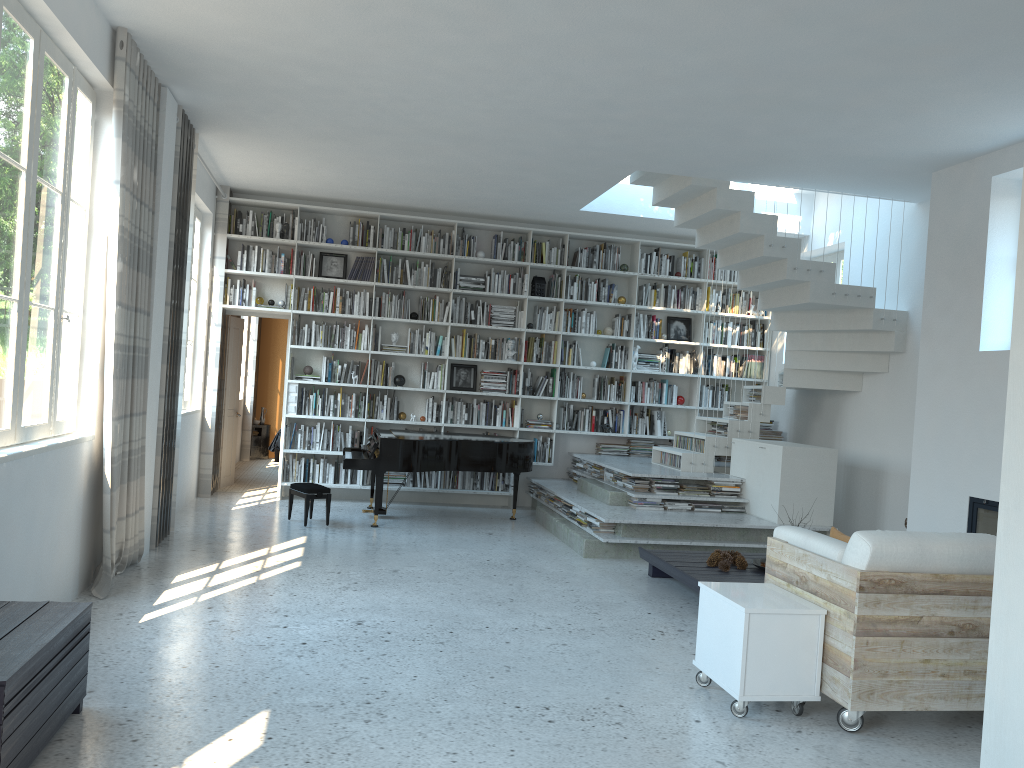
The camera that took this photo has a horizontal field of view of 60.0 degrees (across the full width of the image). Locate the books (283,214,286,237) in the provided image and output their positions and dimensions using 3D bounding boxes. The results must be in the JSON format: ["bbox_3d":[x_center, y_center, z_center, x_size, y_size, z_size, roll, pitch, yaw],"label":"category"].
[{"bbox_3d":[-2.442,-1.669,9.514,0.013,0.292,0.154,4,0,-11],"label":"books"}]

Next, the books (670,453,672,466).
[{"bbox_3d":[1.701,0.783,9.162,0.125,0.125,0.008,4,1,-11],"label":"books"}]

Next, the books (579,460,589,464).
[{"bbox_3d":[0.860,0.863,9.843,0.163,0.018,0.289,4,0,-12],"label":"books"}]

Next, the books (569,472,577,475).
[{"bbox_3d":[0.748,1.025,10.157,0.159,0.009,0.210,4,0,-7],"label":"books"}]

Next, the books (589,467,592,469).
[{"bbox_3d":[0.924,0.908,9.546,0.150,0.013,0.215,4,0,-11],"label":"books"}]

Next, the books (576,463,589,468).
[{"bbox_3d":[0.841,0.905,9.840,0.189,0.030,0.237,4,0,-14],"label":"books"}]

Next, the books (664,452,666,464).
[{"bbox_3d":[1.669,0.782,9.330,0.125,0.125,0.008,4,1,-11],"label":"books"}]

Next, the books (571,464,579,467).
[{"bbox_3d":[0.790,0.933,10.127,0.175,0.017,0.265,4,0,-8],"label":"books"}]

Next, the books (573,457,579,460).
[{"bbox_3d":[0.804,0.856,10.128,0.159,0.011,0.246,4,0,-14],"label":"books"}]

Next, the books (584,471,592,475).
[{"bbox_3d":[0.897,0.959,9.542,0.190,0.012,0.235,4,0,-13],"label":"books"}]

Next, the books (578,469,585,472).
[{"bbox_3d":[0.849,0.967,9.843,0.173,0.017,0.233,4,0,-12],"label":"books"}]

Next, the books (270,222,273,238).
[{"bbox_3d":[-2.567,-1.625,9.479,0.024,0.187,0.159,4,0,-11],"label":"books"}]

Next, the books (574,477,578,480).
[{"bbox_3d":[0.798,1.059,9.850,0.180,0.017,0.182,4,0,-14],"label":"books"}]

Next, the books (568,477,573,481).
[{"bbox_3d":[0.747,1.094,10.158,0.163,0.019,0.187,4,0,-12],"label":"books"}]

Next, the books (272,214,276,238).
[{"bbox_3d":[-2.547,-1.668,9.489,0.013,0.275,0.158,4,0,-11],"label":"books"}]

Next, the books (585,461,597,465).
[{"bbox_3d":[0.911,0.849,9.542,0.165,0.015,0.243,4,0,-16],"label":"books"}]

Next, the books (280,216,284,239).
[{"bbox_3d":[-2.461,-1.654,9.499,0.027,0.259,0.147,4,0,-11],"label":"books"}]

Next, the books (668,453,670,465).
[{"bbox_3d":[1.690,0.783,9.217,0.125,0.125,0.008,4,1,-11],"label":"books"}]

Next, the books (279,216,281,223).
[{"bbox_3d":[-2.486,-1.653,9.497,0.021,0.253,0.179,4,0,-11],"label":"books"}]

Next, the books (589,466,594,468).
[{"bbox_3d":[0.922,0.894,9.546,0.144,0.013,0.220,4,0,-8],"label":"books"}]

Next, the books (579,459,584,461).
[{"bbox_3d":[0.863,0.851,9.843,0.159,0.007,0.285,4,0,-12],"label":"books"}]

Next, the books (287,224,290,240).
[{"bbox_3d":[-2.402,-1.613,9.516,0.028,0.185,0.167,4,0,-11],"label":"books"}]

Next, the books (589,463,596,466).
[{"bbox_3d":[0.922,0.863,9.545,0.149,0.013,0.220,4,0,-8],"label":"books"}]

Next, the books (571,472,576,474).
[{"bbox_3d":[0.751,1.014,10.157,0.152,0.015,0.208,4,0,-6],"label":"books"}]

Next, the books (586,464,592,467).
[{"bbox_3d":[0.915,0.883,9.544,0.167,0.008,0.234,4,0,-12],"label":"books"}]

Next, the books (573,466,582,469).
[{"bbox_3d":[0.798,0.950,10.129,0.163,0.017,0.232,4,0,-9],"label":"books"}]

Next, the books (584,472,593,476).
[{"bbox_3d":[0.901,0.972,9.543,0.183,0.012,0.296,4,0,-12],"label":"books"}]

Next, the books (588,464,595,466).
[{"bbox_3d":[0.921,0.875,9.545,0.160,0.010,0.179,4,0,-11],"label":"books"}]

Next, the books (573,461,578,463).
[{"bbox_3d":[0.811,0.901,10.131,0.145,0.008,0.297,4,0,-12],"label":"books"}]

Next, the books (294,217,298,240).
[{"bbox_3d":[-2.307,-1.640,9.496,0.024,0.252,0.235,4,0,-11],"label":"books"}]

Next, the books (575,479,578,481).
[{"bbox_3d":[0.809,1.076,9.852,0.160,0.014,0.268,4,0,-12],"label":"books"}]

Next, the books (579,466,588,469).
[{"bbox_3d":[0.854,0.925,9.843,0.163,0.008,0.294,4,0,-13],"label":"books"}]

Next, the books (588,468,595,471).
[{"bbox_3d":[0.919,0.923,9.546,0.154,0.018,0.220,4,0,-12],"label":"books"}]

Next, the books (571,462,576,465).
[{"bbox_3d":[0.796,0.918,10.128,0.179,0.012,0.261,4,0,-11],"label":"books"}]

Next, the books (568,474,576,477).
[{"bbox_3d":[0.752,1.048,10.158,0.159,0.012,0.278,4,0,-12],"label":"books"}]

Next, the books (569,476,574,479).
[{"bbox_3d":[0.758,1.073,10.160,0.147,0.014,0.292,4,0,-11],"label":"books"}]

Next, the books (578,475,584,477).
[{"bbox_3d":[0.814,1.021,9.852,0.144,0.009,0.249,4,0,-7],"label":"books"}]

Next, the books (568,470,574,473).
[{"bbox_3d":[0.746,1.002,10.156,0.174,0.009,0.240,4,0,-9],"label":"books"}]

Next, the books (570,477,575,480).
[{"bbox_3d":[0.748,1.082,10.158,0.144,0.005,0.257,4,0,-6],"label":"books"}]

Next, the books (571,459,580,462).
[{"bbox_3d":[0.792,0.877,10.127,0.171,0.015,0.252,4,0,-16],"label":"books"}]

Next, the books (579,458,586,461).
[{"bbox_3d":[0.853,0.837,9.841,0.171,0.020,0.193,4,0,-16],"label":"books"}]

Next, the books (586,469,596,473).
[{"bbox_3d":[0.907,0.942,9.544,0.164,0.023,0.242,4,0,-7],"label":"books"}]

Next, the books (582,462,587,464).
[{"bbox_3d":[0.860,0.878,9.843,0.143,0.012,0.264,4,0,-6],"label":"books"}]

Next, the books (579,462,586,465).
[{"bbox_3d":[0.853,0.887,9.842,0.171,0.007,0.206,4,0,-9],"label":"books"}]

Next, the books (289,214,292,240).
[{"bbox_3d":[-2.374,-1.662,9.519,0.022,0.286,0.175,4,0,-11],"label":"books"}]

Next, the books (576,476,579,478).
[{"bbox_3d":[0.811,1.048,9.852,0.159,0.009,0.228,4,0,-10],"label":"books"}]

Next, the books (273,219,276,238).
[{"bbox_3d":[-2.532,-1.642,9.492,0.021,0.226,0.156,4,0,-11],"label":"books"}]

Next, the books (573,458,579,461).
[{"bbox_3d":[0.803,0.866,10.128,0.167,0.008,0.234,4,0,-12],"label":"books"}]

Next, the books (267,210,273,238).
[{"bbox_3d":[-2.591,-1.691,9.484,0.029,0.314,0.129,4,0,-11],"label":"books"}]

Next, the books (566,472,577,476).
[{"bbox_3d":[0.740,1.033,10.155,0.184,0.006,0.262,4,0,-10],"label":"books"}]

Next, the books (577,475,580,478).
[{"bbox_3d":[0.818,1.035,9.853,0.137,0.018,0.200,4,0,-15],"label":"books"}]

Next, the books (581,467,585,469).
[{"bbox_3d":[0.857,0.934,9.844,0.152,0.009,0.259,4,0,-14],"label":"books"}]

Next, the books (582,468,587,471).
[{"bbox_3d":[0.868,0.949,9.847,0.131,0.021,0.240,4,0,-9],"label":"books"}]

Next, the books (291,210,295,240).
[{"bbox_3d":[-2.353,-1.686,9.518,0.014,0.337,0.167,4,0,-11],"label":"books"}]

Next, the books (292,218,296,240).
[{"bbox_3d":[-2.338,-1.646,9.528,0.025,0.259,0.138,4,0,-11],"label":"books"}]

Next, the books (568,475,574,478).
[{"bbox_3d":[0.748,1.060,10.157,0.170,0.012,0.215,4,0,-11],"label":"books"}]

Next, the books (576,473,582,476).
[{"bbox_3d":[0.817,1.010,9.852,0.149,0.014,0.228,4,0,-13],"label":"books"}]

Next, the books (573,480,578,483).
[{"bbox_3d":[0.790,1.086,9.849,0.187,0.009,0.261,4,0,-8],"label":"books"}]
